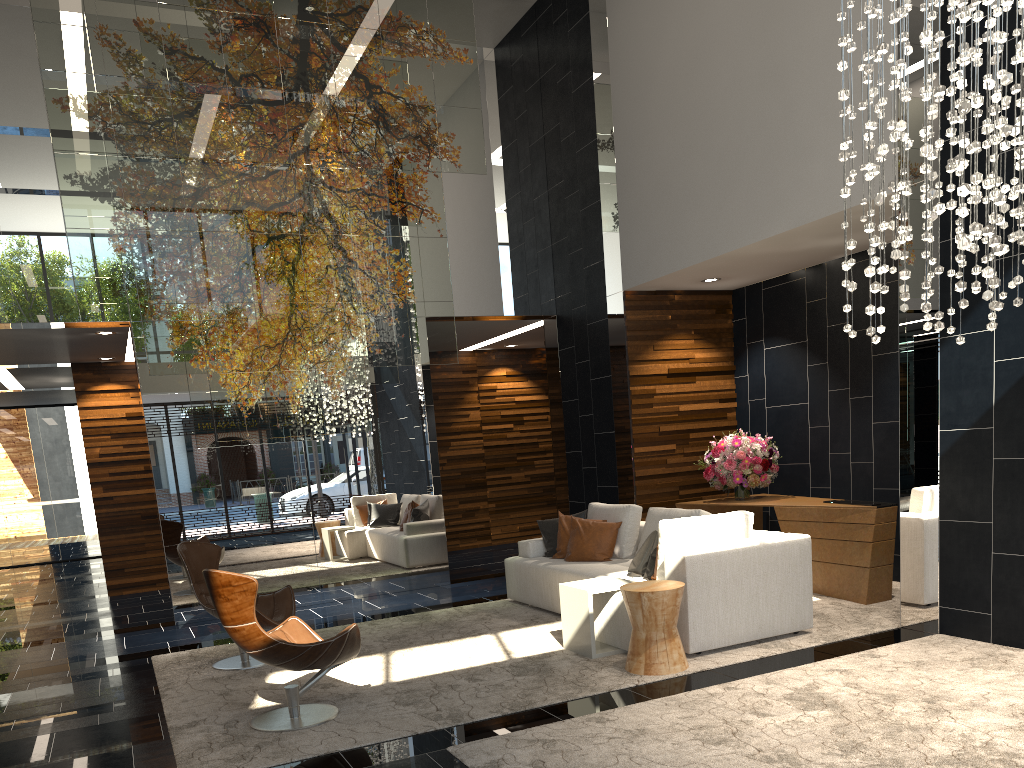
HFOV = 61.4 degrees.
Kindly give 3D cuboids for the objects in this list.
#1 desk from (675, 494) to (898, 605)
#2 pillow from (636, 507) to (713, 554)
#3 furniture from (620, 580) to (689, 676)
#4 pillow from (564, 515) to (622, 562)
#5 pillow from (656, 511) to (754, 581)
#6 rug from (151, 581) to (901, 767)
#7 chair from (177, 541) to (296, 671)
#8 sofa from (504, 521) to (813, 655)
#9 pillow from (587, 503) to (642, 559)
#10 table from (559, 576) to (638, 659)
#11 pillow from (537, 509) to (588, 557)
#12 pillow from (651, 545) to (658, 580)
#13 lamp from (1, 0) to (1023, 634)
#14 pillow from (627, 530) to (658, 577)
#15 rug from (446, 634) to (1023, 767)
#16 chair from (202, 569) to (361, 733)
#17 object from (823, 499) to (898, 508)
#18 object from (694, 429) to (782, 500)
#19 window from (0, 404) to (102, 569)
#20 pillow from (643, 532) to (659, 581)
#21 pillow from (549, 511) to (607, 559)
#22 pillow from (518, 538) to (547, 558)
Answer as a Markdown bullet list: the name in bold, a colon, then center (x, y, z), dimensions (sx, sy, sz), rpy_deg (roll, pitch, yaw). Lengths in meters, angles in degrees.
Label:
- **desk**: center (2.538, 1.414, 7.688), dimensions (0.980, 0.761, 2.235), rpy_deg (-5, -2, -25)
- **pillow**: center (1.229, 1.175, 6.632), dimensions (0.287, 0.444, 0.715), rpy_deg (-7, 1, -24)
- **furniture**: center (0.874, 1.491, 5.292), dimensions (0.394, 0.533, 0.383), rpy_deg (-4, 5, 10)
- **pillow**: center (0.660, 1.302, 7.234), dimensions (0.522, 0.422, 0.261), rpy_deg (-4, 5, 36)
- **pillow**: center (1.300, 1.105, 5.804), dimensions (0.705, 0.470, 0.214), rpy_deg (-5, 6, -23)
- **rug**: center (0.465, 1.884, 6.628), dimensions (5.846, 0.006, 3.201), rpy_deg (-3, -4, -24)
- **chair**: center (-2.006, 1.589, 6.270), dimensions (0.789, 0.951, 0.659), rpy_deg (-4, 5, 3)
- **sofa**: center (0.861, 1.513, 6.827), dimensions (1.278, 0.694, 2.840), rpy_deg (-4, -3, -25)
- **pillow**: center (0.852, 1.257, 7.441), dimensions (0.245, 0.459, 0.716), rpy_deg (-8, 1, -25)
- **table**: center (0.606, 1.581, 5.875), dimensions (0.396, 0.476, 0.396), rpy_deg (-6, 4, -25)
- **pillow**: center (0.462, 1.325, 7.623), dimensions (0.556, 0.424, 0.248), rpy_deg (-4, 5, 23)
- **pillow**: center (1.159, 1.171, 5.957), dimensions (0.514, 0.422, 0.265), rpy_deg (-5, 5, -28)
- **lamp**: center (-6.189, -46.203, 1.144), dimensions (399.143, 116.343, 394.239), rpy_deg (-5, -3, 1)
- **pillow**: center (1.031, 1.222, 6.316), dimensions (0.300, 0.372, 0.495), rpy_deg (-3, 1, 25)
- **rug**: center (1.711, 1.584, 3.846), dimensions (3.385, 0.006, 2.327), rpy_deg (-3, -4, -24)
- **chair**: center (-1.223, 1.418, 4.779), dimensions (0.677, 0.950, 0.770), rpy_deg (-2, 5, 33)
- **object**: center (2.806, 0.958, 6.926), dimensions (0.240, 0.027, 0.706), rpy_deg (-4, -4, -15)
- **object**: center (2.165, 0.758, 8.147), dimensions (0.681, 0.691, 0.657), rpy_deg (-6, 3, -34)
- **window**: center (-9.474, 1.887, 15.151), dimensions (3.919, 2.905, 0.059), rpy_deg (-5, 9, -24)
- **pillow**: center (1.116, 1.202, 6.156), dimensions (0.255, 0.423, 0.543), rpy_deg (-1, 3, 33)
- **pillow**: center (0.574, 1.300, 7.437), dimensions (0.551, 0.440, 0.236), rpy_deg (-4, 6, 30)
- **pillow**: center (0.364, 1.475, 7.894), dimensions (0.616, 0.154, 0.239), rpy_deg (-3, -1, -29)
